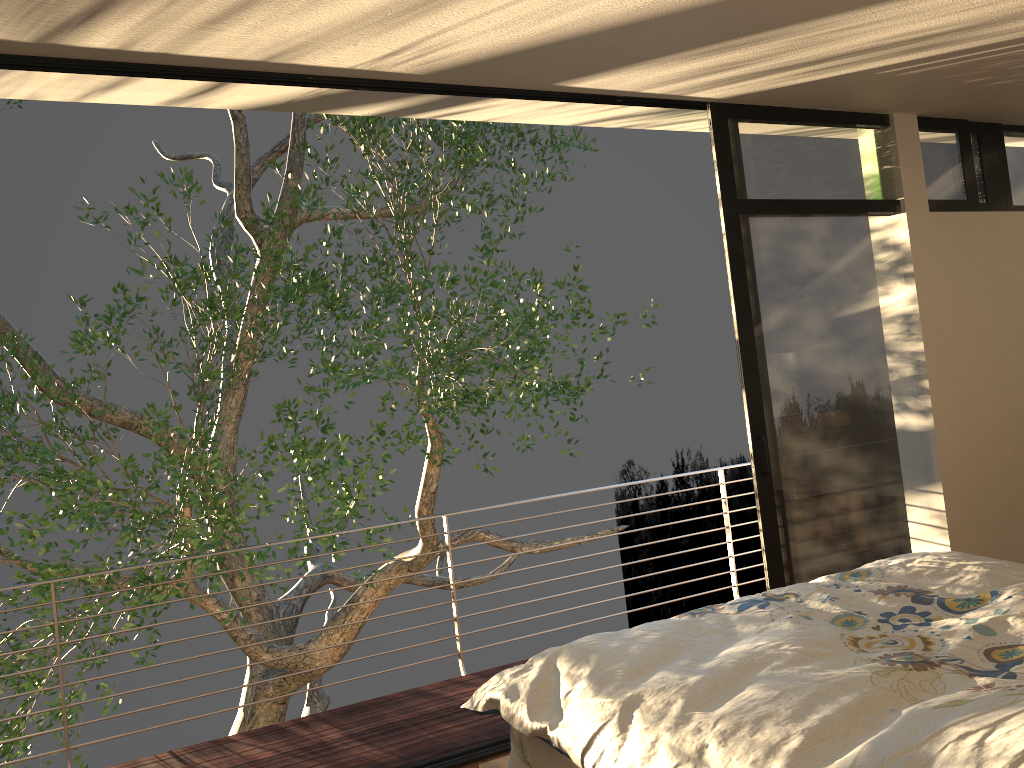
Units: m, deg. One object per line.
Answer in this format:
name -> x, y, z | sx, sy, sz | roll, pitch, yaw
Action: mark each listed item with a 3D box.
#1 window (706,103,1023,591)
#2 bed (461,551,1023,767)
window -> 1.467, -0.178, 0.524 | 10.616, 2.514, 6.643 | -6, -2, -26
bed -> 1.108, 0.814, 1.942 | 1.880, 0.712, 2.092 | -6, -2, -25
